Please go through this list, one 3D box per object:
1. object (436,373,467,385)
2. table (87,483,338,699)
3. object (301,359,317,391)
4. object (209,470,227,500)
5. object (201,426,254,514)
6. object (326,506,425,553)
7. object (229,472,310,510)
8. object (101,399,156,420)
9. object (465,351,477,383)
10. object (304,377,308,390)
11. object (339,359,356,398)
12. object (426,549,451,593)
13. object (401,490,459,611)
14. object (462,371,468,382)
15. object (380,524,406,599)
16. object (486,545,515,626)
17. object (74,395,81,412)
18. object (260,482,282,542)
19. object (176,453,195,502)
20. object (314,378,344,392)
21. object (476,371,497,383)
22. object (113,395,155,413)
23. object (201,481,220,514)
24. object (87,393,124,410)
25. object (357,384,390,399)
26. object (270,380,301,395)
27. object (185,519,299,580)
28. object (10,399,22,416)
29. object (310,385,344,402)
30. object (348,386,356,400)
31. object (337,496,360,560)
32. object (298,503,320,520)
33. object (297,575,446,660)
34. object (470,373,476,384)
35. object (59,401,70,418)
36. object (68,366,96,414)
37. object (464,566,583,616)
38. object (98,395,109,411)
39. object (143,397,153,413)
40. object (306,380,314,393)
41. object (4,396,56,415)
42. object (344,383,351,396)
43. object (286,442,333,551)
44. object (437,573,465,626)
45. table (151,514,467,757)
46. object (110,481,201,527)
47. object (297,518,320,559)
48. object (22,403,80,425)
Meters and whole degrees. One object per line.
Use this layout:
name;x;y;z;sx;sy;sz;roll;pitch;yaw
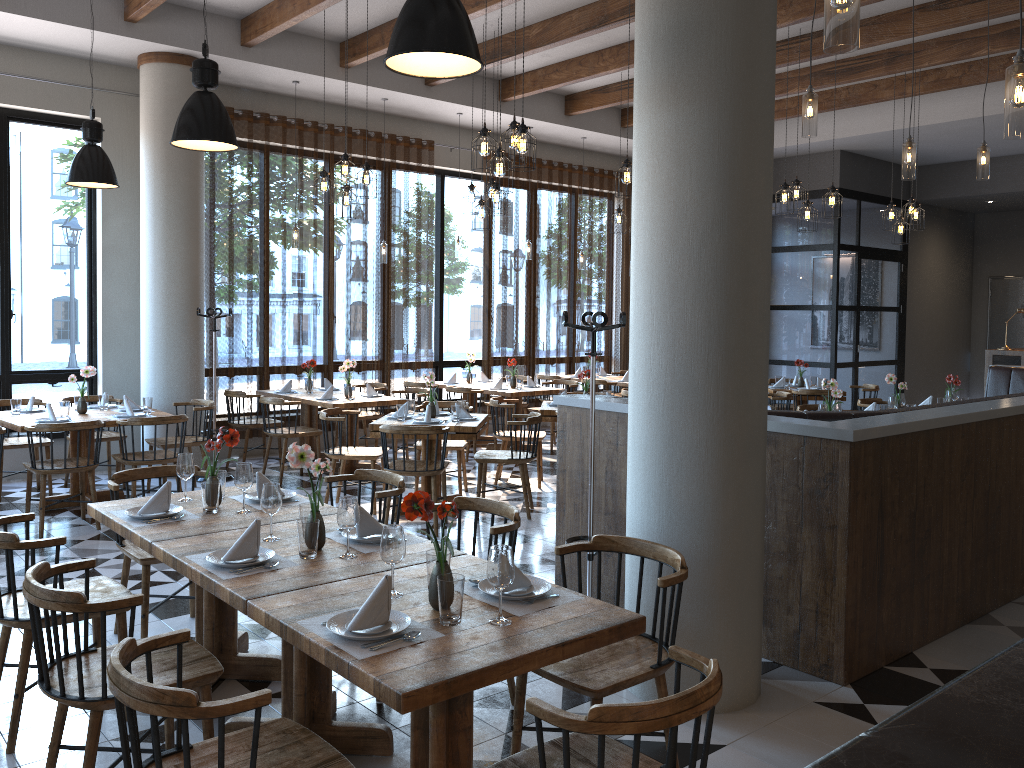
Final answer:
object;-0.741;-0.070;10.874;0.272;0.137;0.352;-3;6;-40
table;-1.317;0.930;3.950;0.851;0.762;0.851;-2;5;-40
object;-2.193;-0.093;9.572;0.156;0.354;0.171;0;3;-18
object;-1.361;0.470;4.094;0.080;0.132;0.080;0;3;-10
object;-1.258;0.374;3.905;0.166;0.354;0.296;-1;4;-35
object;-0.544;0.530;3.439;0.272;0.137;0.352;-3;6;-40
object;-1.121;0.468;4.115;0.272;0.137;0.352;-3;6;-40
object;-3.105;0.197;7.186;0.352;0.137;0.272;-3;5;-40
object;-0.509;-0.213;11.059;0.146;0.399;0.207;-1;3;-37
object;-2.270;-0.004;9.845;0.080;0.132;0.080;0;3;-15
object;-1.657;-0.057;8.927;0.206;0.399;0.146;1;3;13
object;-0.230;0.590;2.769;0.080;0.132;0.080;0;3;-10
object;-0.245;0.489;2.634;0.171;0.354;0.156;1;3;-3
object;-0.600;-0.097;11.268;0.080;0.132;0.080;0;3;-5
object;-0.369;0.549;2.746;0.081;0.215;0.081;3;3;41
object;-0.032;0.571;2.520;0.081;0.215;0.081;3;3;41
object;-3.670;0.166;7.511;0.080;0.132;0.080;3;3;34
object;-0.923;0.490;3.395;0.081;0.215;0.081;1;3;13
object;-1.500;0.428;4.071;0.081;0.215;0.081;1;3;13
object;-2.011;0.000;9.799;0.272;0.137;0.352;-3;6;-40
object;-0.339;-0.093;11.225;0.272;0.137;0.352;-3;6;-40
object;-3.255;0.161;7.600;0.272;0.137;0.352;-3;6;-40
object;-1.304;0.491;3.834;0.080;0.132;0.080;0;3;-5
object;-3.606;0.140;7.809;0.352;0.137;0.272;-3;5;-40
object;-1.434;0.062;9.124;0.272;0.137;0.352;-3;6;-40
object;-2.413;0.024;9.449;0.272;0.137;0.352;-3;6;-40
object;-0.949;0.552;3.105;0.272;0.137;0.352;-3;6;-40
object;-4.019;0.188;7.180;0.080;0.132;0.080;3;3;34
object;-1.836;0.085;8.774;0.272;0.137;0.352;-3;6;-40
object;-1.586;0.091;8.767;0.080;0.132;0.080;3;3;34
object;-0.586;0.512;3.168;0.081;0.215;0.081;3;3;41
object;-0.784;0.531;3.418;0.080;0.132;0.080;0;3;-10
object;-0.396;0.611;2.457;0.272;0.137;0.352;-3;6;-40
object;-0.479;-0.062;10.850;0.080;0.132;0.080;0;3;-5
object;-3.561;0.204;7.054;0.080;0.132;0.080;3;3;34
object;-3.546;0.049;7.316;0.207;0.399;0.146;-1;3;-36
object;0.010;0.589;2.791;0.272;0.137;0.352;-3;6;-40
object;-3.504;0.161;7.603;0.080;0.132;0.080;3;3;34
object;-3.060;0.179;7.441;0.080;0.132;0.080;3;3;34
object;-2.149;0.031;9.427;0.080;0.132;0.080;0;3;-15
object;-4.043;0.165;7.437;0.352;0.137;0.272;-3;5;-40
object;-1.706;0.056;9.185;0.080;0.132;0.080;3;3;34
object;-0.749;0.410;3.269;0.146;0.399;0.207;1;3;8
object;-0.174;0.612;2.509;0.080;0.132;0.080;-1;3;-25
table;-0.764;0.989;3.302;0.851;0.762;0.851;-2;5;-40
object;-1.526;0.490;3.781;0.272;0.137;0.352;-3;6;-40
object;-0.727;0.553;3.157;0.080;0.132;0.080;-1;3;-25
object;-3.541;0.221;6.814;0.352;0.137;0.272;-3;5;-40
